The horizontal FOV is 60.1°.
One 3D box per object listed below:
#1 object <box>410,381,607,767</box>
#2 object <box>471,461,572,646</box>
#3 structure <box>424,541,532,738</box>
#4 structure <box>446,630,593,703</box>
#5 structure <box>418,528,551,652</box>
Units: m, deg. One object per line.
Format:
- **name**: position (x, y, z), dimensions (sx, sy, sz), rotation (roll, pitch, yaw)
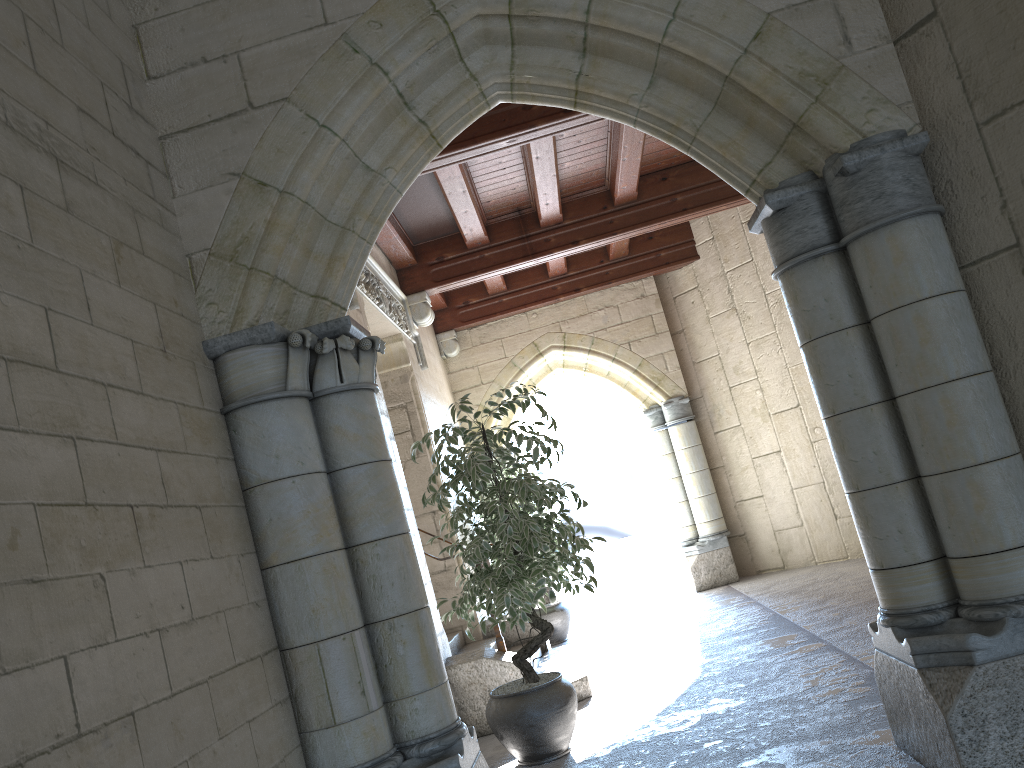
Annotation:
- **object**: position (0.030, 0.826, 3.976), dimensions (0.792, 1.609, 0.749), rotation (-20, -8, 34)
- **object**: position (0.121, 1.352, 7.310), dimensions (0.787, 1.609, 0.755), rotation (-15, -7, -1)
- **structure**: position (-0.425, 1.283, 4.870), dimensions (0.888, 1.255, 0.479), rotation (-16, -7, 3)
- **structure**: position (-0.847, 1.751, 5.567), dimensions (2.575, 0.805, 1.469), rotation (-16, -8, 3)
- **structure**: position (-0.305, 1.482, 6.268), dimensions (0.888, 1.255, 0.475), rotation (-16, -7, 3)
